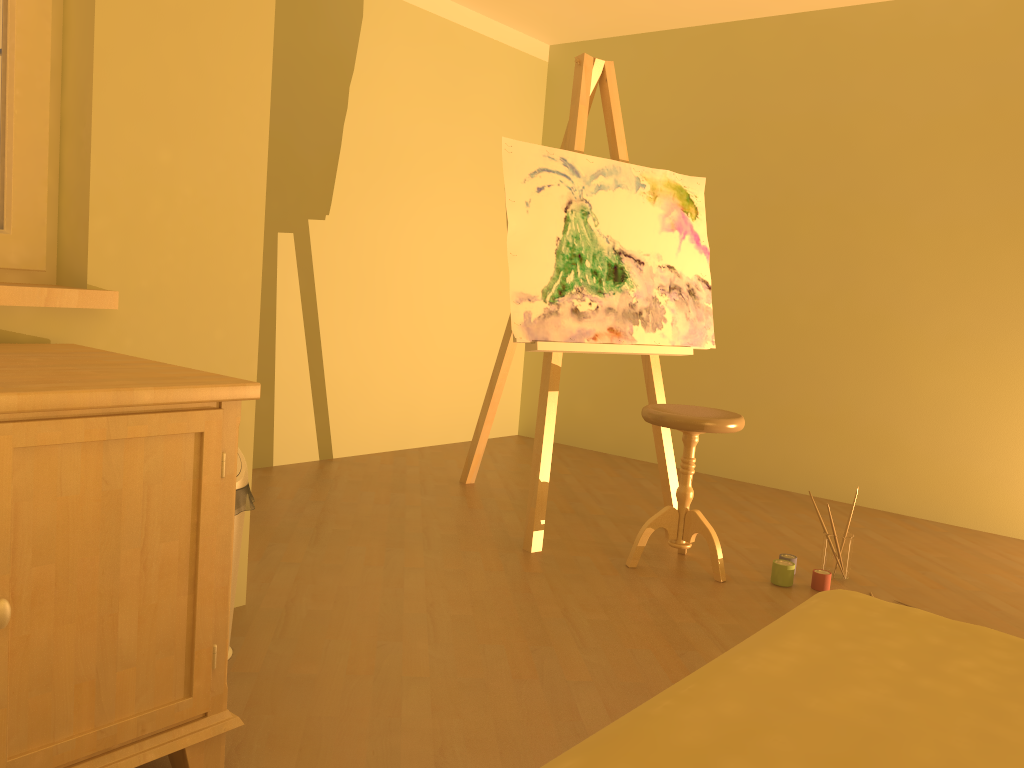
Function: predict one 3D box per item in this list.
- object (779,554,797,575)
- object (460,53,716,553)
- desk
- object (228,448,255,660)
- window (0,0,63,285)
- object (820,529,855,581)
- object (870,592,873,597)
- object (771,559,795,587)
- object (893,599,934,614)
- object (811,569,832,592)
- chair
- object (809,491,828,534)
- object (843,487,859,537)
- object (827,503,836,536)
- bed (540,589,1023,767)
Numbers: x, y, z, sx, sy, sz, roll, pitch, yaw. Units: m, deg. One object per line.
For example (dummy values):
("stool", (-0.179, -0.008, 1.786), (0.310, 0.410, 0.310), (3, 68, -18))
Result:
("object", (0.970, 0.635, 3.124), (0.060, 0.060, 0.060), (7, 7, 22))
("object", (0.183, -0.331, 3.472), (1.132, 1.896, 0.972), (7, 6, 20))
("desk", (-1.152, 0.336, 1.223), (0.684, 0.720, 1.396), (9, 8, 38))
("object", (-0.732, 0.372, 2.063), (0.248, 0.535, 0.255), (3, 6, -18))
("window", (-1.472, -0.829, 1.417), (0.142, 1.263, 1.486), (9, 8, 38))
("object", (1.140, 0.601, 3.116), (0.106, 0.157, 0.106), (6, 6, 10))
("object", (1.157, 0.706, 2.820), (0.010, 0.015, 0.325), (6, 6, 16))
("object", (0.913, 0.638, 2.990), (0.073, 0.073, 0.073), (10, 8, 42))
("object", (1.332, 0.728, 2.769), (0.010, 0.010, 0.325), (1, 7, -32))
("object", (1.035, 0.657, 2.967), (0.060, 0.060, 0.060), (7, 6, 20))
("chair", (0.604, 0.365, 3.062), (0.348, 0.551, 0.364), (-1, 8, -40))
("object", (1.110, 0.530, 3.126), (0.159, 0.286, 0.010), (9, 7, 33))
("object", (1.183, 0.519, 3.138), (0.069, 0.319, 0.010), (2, 7, -25))
("object", (1.124, 0.540, 3.078), (0.172, 0.278, 0.010), (0, 8, -40))
("bed", (1.127, 0.502, 0.555), (2.378, 0.894, 1.286), (9, 8, 38))
